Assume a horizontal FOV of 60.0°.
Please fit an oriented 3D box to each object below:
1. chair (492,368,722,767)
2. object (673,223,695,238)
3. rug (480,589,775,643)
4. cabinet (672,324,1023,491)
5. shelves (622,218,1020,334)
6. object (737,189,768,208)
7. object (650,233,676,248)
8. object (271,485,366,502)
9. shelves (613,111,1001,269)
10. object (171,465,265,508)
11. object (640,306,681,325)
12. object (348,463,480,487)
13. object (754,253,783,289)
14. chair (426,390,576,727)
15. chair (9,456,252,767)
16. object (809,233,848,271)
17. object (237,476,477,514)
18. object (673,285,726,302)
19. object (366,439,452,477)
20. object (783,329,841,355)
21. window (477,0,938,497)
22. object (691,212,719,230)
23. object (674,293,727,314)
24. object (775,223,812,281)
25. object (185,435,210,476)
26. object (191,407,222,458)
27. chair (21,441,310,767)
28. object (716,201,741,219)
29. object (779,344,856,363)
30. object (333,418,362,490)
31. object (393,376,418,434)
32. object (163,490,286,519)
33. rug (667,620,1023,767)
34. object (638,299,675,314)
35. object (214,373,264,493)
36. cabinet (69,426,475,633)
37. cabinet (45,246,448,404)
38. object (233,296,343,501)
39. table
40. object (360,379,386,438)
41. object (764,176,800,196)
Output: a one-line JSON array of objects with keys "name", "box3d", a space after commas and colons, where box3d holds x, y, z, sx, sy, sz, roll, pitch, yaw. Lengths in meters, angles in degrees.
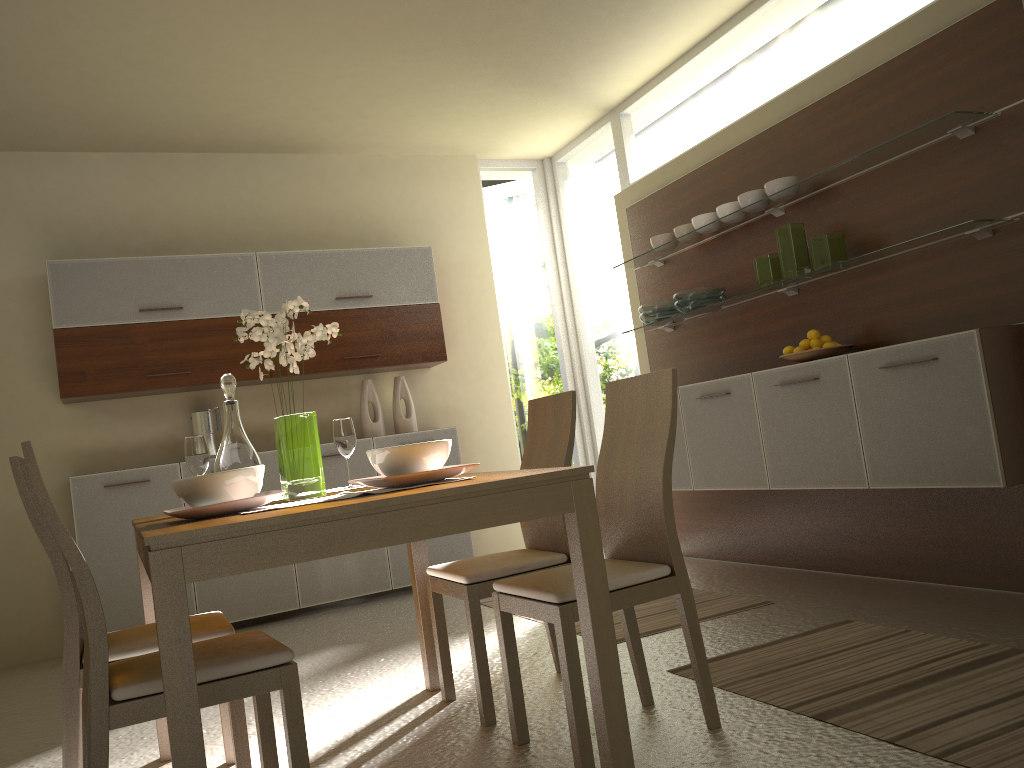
[{"name": "chair", "box3d": [0.243, 0.500, 2.565, 0.507, 1.017, 0.404, -6, -4, -27]}, {"name": "object", "box3d": [0.991, -0.843, 4.964, 0.163, 0.077, 0.163, -10, -4, 24]}, {"name": "rug", "box3d": [0.466, 1.101, 4.489, 0.842, 0.007, 1.613, -6, -4, -24]}, {"name": "cabinet", "box3d": [1.335, 0.210, 4.326, 0.372, 0.570, 2.463, -6, -4, -25]}, {"name": "shelves", "box3d": [1.293, -0.466, 4.393, 0.255, 0.008, 2.463, -6, -4, -25]}, {"name": "object", "box3d": [1.211, -0.909, 4.415, 0.163, 0.077, 0.163, -10, -4, 24]}, {"name": "object", "box3d": [0.887, -0.817, 5.141, 0.163, 0.077, 0.163, -10, -4, 24]}, {"name": "object", "box3d": [-0.747, 0.370, 2.894, 0.589, 0.010, 0.287, -6, -4, -28]}, {"name": "shelves", "box3d": [1.236, -0.869, 4.418, 0.255, 0.008, 2.463, -6, -4, -25]}, {"name": "object", "box3d": [-0.753, 0.277, 2.289, 0.232, 0.107, 0.233, -7, -4, -13]}, {"name": "object", "box3d": [0.893, -0.397, 5.195, 0.288, 0.068, 0.288, -10, -4, 24]}, {"name": "object", "box3d": [-0.268, 0.255, 2.409, 0.283, 0.033, 0.283, -6, -4, -31]}, {"name": "object", "box3d": [1.275, -0.551, 4.357, 0.111, 0.160, 0.112, -6, -4, -25]}, {"name": "chair", "box3d": [-0.008, 0.569, 3.096, 0.507, 1.017, 0.404, -6, -4, -25]}, {"name": "chair", "box3d": [-1.085, 0.687, 2.551, 0.507, 1.017, 0.404, -6, -4, -24]}, {"name": "object", "box3d": [1.437, -0.595, 4.023, 0.112, 0.160, 0.111, -6, -4, -25]}, {"name": "object", "box3d": [-0.414, 0.288, 2.327, 0.589, 0.010, 0.287, -7, -4, -21]}, {"name": "object", "box3d": [1.033, -0.479, 4.884, 0.288, 0.068, 0.288, -10, -4, 24]}, {"name": "object", "box3d": [-0.274, 0.215, 2.412, 0.233, 0.101, 0.233, -5, -4, -36]}, {"name": "object", "box3d": [1.390, -0.180, 4.104, 0.259, 0.139, 0.230, -11, -4, 35]}, {"name": "window", "box3d": [-1.295, -0.218, 3.585, 6.429, 3.000, 4.466, -6, -4, -27]}, {"name": "object", "box3d": [1.053, -0.864, 4.773, 0.163, 0.077, 0.163, -10, -4, 24]}, {"name": "object", "box3d": [1.039, -0.437, 4.882, 0.288, 0.068, 0.288, -10, -4, 24]}, {"name": "object", "box3d": [1.332, -0.622, 4.192, 0.099, 0.259, 0.099, -6, -4, -25]}, {"name": "object", "box3d": [-0.996, 0.283, 2.825, 0.075, 0.232, 0.075, -10, -4, 24]}, {"name": "object", "box3d": [-1.858, 0.305, 5.400, 0.181, 0.305, 0.150, -7, -4, -18]}, {"name": "chair", "box3d": [-0.817, 0.620, 2.101, 0.507, 1.017, 0.404, -6, -4, -28]}, {"name": "object", "box3d": [1.145, -0.888, 4.598, 0.163, 0.077, 0.163, -9, -4, 17]}, {"name": "object", "box3d": [1.410, -0.128, 4.088, 0.337, 0.053, 0.337, -8, -4, 7]}, {"name": "object", "box3d": [-0.550, 0.231, 2.951, 0.075, 0.232, 0.075, -10, -4, 24]}, {"name": "object", "box3d": [-0.730, 0.140, 5.937, 0.153, 0.384, 0.153, -9, -4, 9]}, {"name": "object", "box3d": [-0.745, 0.317, 2.288, 0.283, 0.041, 0.283, -6, -4, -25]}, {"name": "rug", "box3d": [1.244, 0.870, 2.552, 0.843, 0.010, 1.613, -6, -4, -24]}, {"name": "object", "box3d": [0.888, -0.439, 5.198, 0.288, 0.068, 0.288, -10, -4, 24]}, {"name": "object", "box3d": [-0.903, 0.176, 2.890, 0.156, 0.426, 0.156, -9, -4, 17]}, {"name": "cabinet", "box3d": [-1.404, 0.918, 5.511, 2.318, 1.018, 0.372, -6, -4, -25]}, {"name": "cabinet", "box3d": [-1.591, -0.408, 5.594, 2.318, 0.789, 0.372, -6, -4, -25]}, {"name": "object", "box3d": [-0.656, 0.041, 2.663, 0.304, 0.608, 0.302, -7, -4, -21]}, {"name": "table", "box3d": [-0.487, 0.716, 2.529, 1.000, 0.790, 1.411, -6, -4, -25]}, {"name": "object", "box3d": [-0.931, 0.162, 5.844, 0.153, 0.384, 0.153, -9, -4, 9]}, {"name": "object", "box3d": [1.296, -0.932, 4.249, 0.163, 0.077, 0.163, -10, -4, 24]}]
